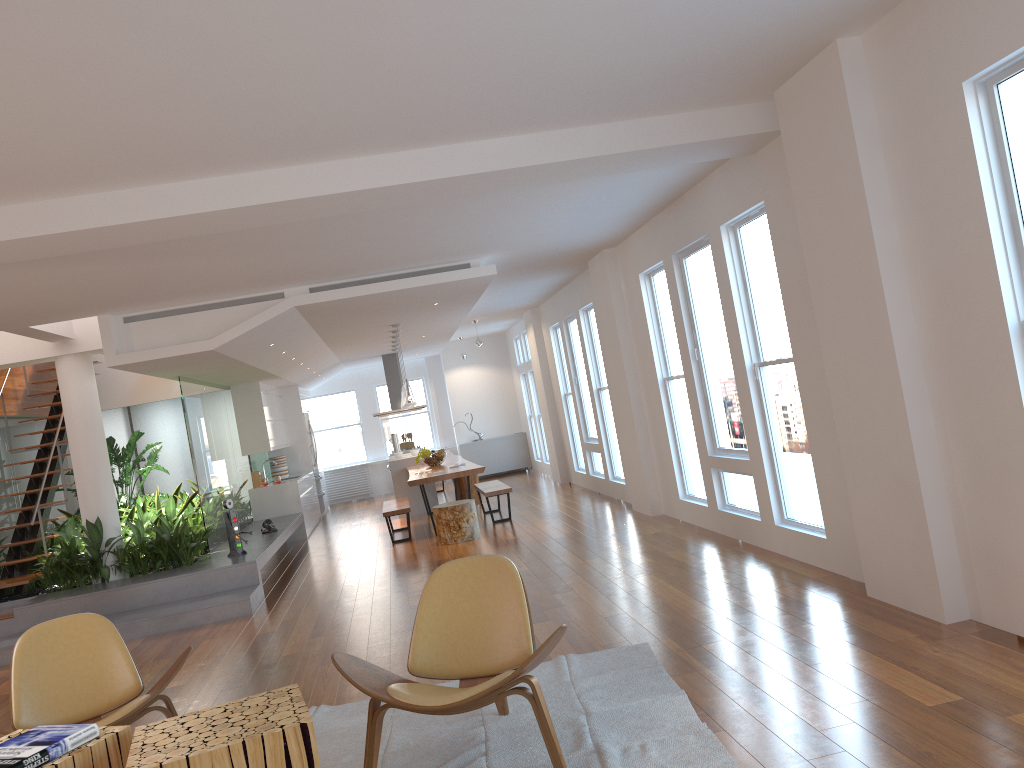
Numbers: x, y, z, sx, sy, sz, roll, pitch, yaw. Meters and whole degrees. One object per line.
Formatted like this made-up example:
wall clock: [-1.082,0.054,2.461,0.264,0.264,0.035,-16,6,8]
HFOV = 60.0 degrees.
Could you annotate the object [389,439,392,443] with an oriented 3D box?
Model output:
object: [-2.050,1.071,15.577,0.199,0.259,0.016,-10,-1,2]

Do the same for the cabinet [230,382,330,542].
cabinet: [-3.680,1.193,14.560,0.676,2.280,4.565,-10,-1,-8]

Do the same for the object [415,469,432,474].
object: [-1.089,1.081,10.900,0.222,0.020,0.222,-11,-1,32]

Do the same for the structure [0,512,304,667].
structure: [-4.091,2.149,10.001,3.088,0.386,5.584,-10,-1,-8]

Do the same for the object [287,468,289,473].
object: [-3.777,1.435,14.471,0.265,0.196,0.284,-11,-1,34]

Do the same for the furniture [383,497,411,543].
furniture: [-1.381,1.661,10.821,0.316,0.389,1.433,-10,-1,-8]

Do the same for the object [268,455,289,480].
object: [-3.707,1.332,14.095,0.267,0.356,0.266,-11,-1,18]

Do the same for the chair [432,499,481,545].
chair: [-0.599,1.488,9.583,0.460,0.400,0.460,-10,-1,2]

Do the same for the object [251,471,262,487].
object: [-3.677,1.370,12.786,0.104,0.222,0.200,-10,-1,-8]

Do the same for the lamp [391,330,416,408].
lamp: [-1.399,-0.232,11.331,0.160,1.060,0.160,-11,-1,19]

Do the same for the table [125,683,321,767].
table: [-0.907,1.375,2.892,0.548,0.534,0.489,-10,-1,-20]

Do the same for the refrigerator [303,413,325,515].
refrigerator: [-3.689,1.427,15.299,0.725,1.772,0.908,-10,-1,-8]

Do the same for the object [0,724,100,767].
object: [-1.583,1.201,2.892,0.279,0.048,0.334,-11,-1,23]

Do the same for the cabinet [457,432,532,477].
cabinet: [-0.332,1.402,17.089,1.309,0.725,0.420,-10,-1,-8]

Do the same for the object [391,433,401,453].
object: [-1.907,0.993,14.679,0.120,0.356,0.172,-11,-1,40]

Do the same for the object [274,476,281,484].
object: [-3.310,1.354,12.515,0.094,0.106,0.094,-10,-1,-2]

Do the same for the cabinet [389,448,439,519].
cabinet: [-1.602,1.533,14.232,0.597,0.832,2.936,-10,-1,-8]

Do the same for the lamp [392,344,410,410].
lamp: [-1.692,-0.141,13.478,0.160,1.060,0.160,-11,-1,19]

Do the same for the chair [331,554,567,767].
chair: [-0.146,1.137,3.496,0.856,0.752,0.867,-11,-1,42]

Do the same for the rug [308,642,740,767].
rug: [-0.914,1.603,2.857,3.525,0.057,3.478,-10,-1,-4]

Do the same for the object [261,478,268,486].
object: [-3.493,1.388,12.536,0.094,0.106,0.094,-10,-1,-2]

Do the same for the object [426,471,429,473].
object: [-1.084,1.081,10.764,0.149,0.014,0.044,-10,-1,-9]

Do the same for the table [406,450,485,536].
table: [-1.076,1.480,12.895,0.893,0.704,5.996,-10,-1,-8]

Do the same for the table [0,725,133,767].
table: [-1.613,1.503,2.939,0.548,0.534,0.489,-11,-1,22]

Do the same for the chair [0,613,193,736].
chair: [-1.853,1.453,3.974,0.856,0.752,0.867,-10,-1,-3]

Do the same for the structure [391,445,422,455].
structure: [-1.805,1.127,15.150,0.520,0.073,0.650,-10,-1,-8]

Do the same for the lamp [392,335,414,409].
lamp: [-1.496,-0.202,12.047,0.160,1.060,0.160,-11,-1,19]

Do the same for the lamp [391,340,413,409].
lamp: [-1.594,-0.171,12.763,0.160,1.060,0.160,-11,-1,19]

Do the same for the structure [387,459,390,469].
structure: [-1.769,1.553,15.126,0.649,0.735,0.890,-10,-1,-8]

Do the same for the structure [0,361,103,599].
structure: [-4.757,0.161,10.664,2.552,4.265,4.591,-10,-1,-8]

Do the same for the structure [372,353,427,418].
structure: [-2.035,-0.184,15.147,0.909,1.405,0.900,-10,-1,-8]

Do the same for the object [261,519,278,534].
object: [-2.861,1.660,10.367,0.216,0.155,0.181,-9,-1,-43]

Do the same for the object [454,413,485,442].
object: [-0.815,0.832,17.003,0.590,0.563,0.210,-9,-1,-37]

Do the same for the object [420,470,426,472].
object: [-1.090,1.075,10.900,0.070,0.030,0.079,-9,-1,-45]

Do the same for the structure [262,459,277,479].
structure: [-3.671,1.413,13.537,0.248,0.536,0.115,-10,-1,-8]

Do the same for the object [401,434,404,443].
object: [-1.901,1.028,15.601,0.061,0.299,0.040,-10,-1,-10]

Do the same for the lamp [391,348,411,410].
lamp: [-1.790,-0.111,14.194,0.160,1.060,0.160,-11,-1,19]

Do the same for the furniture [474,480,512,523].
furniture: [-0.219,1.454,10.989,0.316,0.389,1.433,-10,-1,-8]

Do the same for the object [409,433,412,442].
object: [-1.769,1.005,15.621,0.057,0.294,0.030,-10,-1,-8]

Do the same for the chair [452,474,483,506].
chair: [-0.650,1.533,12.822,0.396,0.455,0.402,-10,-1,-18]

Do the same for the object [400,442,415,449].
object: [-1.886,1.105,15.590,0.353,0.157,0.084,-10,-1,-8]

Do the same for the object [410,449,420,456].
object: [-1.441,1.022,13.185,0.152,0.082,0.152,-11,-1,43]

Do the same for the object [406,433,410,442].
object: [-1.803,1.011,15.598,0.068,0.298,0.039,-10,-1,-8]

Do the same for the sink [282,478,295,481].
sink: [-3.442,1.572,13.533,0.449,0.192,0.666,-10,-1,-8]

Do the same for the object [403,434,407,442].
object: [-1.865,1.021,15.587,0.057,0.299,0.019,-10,-1,-8]

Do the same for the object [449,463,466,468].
object: [-0.672,1.006,10.912,0.222,0.020,0.222,-10,-1,-16]

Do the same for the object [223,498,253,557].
object: [-2.681,1.393,8.670,0.318,0.565,0.134,-11,-1,28]

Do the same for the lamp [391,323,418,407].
lamp: [-1.301,-0.262,10.615,0.160,1.060,0.160,-11,-1,19]

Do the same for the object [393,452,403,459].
object: [-1.700,1.070,13.273,0.152,0.082,0.152,-11,-1,31]

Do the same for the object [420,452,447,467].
object: [-1.040,1.025,11.893,0.360,0.159,0.360,-9,-1,-45]

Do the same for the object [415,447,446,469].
object: [-1.078,0.968,11.905,0.394,0.284,0.292,-9,-1,-44]

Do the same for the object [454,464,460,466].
object: [-0.673,1.000,10.912,0.079,0.030,0.070,-11,-1,35]
